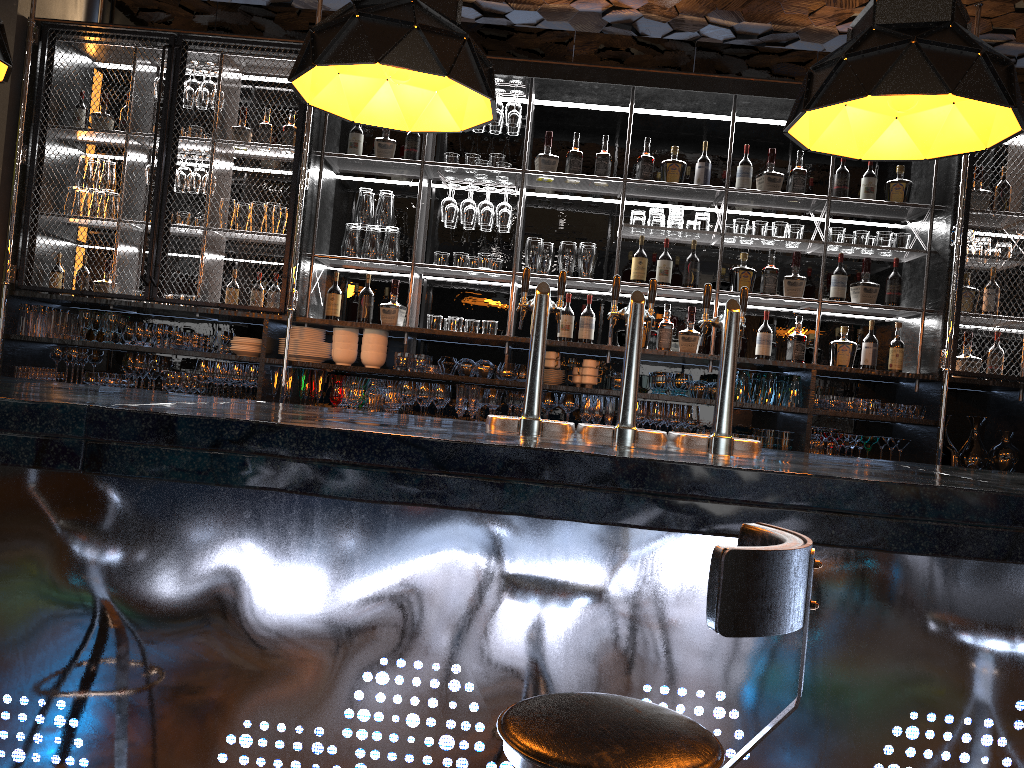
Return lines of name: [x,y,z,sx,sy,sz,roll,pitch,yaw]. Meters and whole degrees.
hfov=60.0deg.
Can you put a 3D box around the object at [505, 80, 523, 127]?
object: [0.012,-1.579,4.997,0.092,0.244,0.092,6,-1,-38]

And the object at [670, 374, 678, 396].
object: [0.940,0.009,4.978,0.108,0.126,0.108,5,-1,-4]

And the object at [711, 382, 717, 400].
object: [1.133,0.040,4.826,0.098,0.097,0.098,5,-1,36]

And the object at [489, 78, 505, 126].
object: [-0.091,-1.589,5.000,0.092,0.244,0.092,6,-1,-38]

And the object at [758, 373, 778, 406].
object: [1.390,0.027,4.788,0.115,0.172,0.101,5,-1,-14]

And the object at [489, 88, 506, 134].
object: [-0.087,-1.587,5.165,0.092,0.244,0.092,6,-1,-38]

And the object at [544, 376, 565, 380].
object: [0.219,-0.028,4.938,0.149,0.023,0.149,5,-1,-14]

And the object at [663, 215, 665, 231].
object: [0.846,-0.933,5.147,0.089,0.092,0.089,5,-1,27]

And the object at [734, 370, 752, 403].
object: [1.248,0.013,4.801,0.115,0.172,0.101,5,-1,31]

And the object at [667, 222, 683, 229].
object: [0.927,-0.929,5.025,0.089,0.092,0.089,5,-1,-9]

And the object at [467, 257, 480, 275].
object: [-0.220,-0.687,5.155,0.089,0.092,0.089,5,-1,33]

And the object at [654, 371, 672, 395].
object: [0.824,-0.002,4.863,0.100,0.125,0.100,5,-1,41]

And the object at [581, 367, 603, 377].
object: [0.435,-0.055,4.920,0.094,0.069,0.106,5,-1,43]

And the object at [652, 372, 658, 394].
object: [0.828,-0.001,4.986,0.100,0.125,0.100,6,-1,-41]

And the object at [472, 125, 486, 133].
object: [-0.185,-1.596,5.167,0.092,0.244,0.092,6,-1,-38]

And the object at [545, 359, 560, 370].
object: [0.227,-0.102,4.936,0.107,0.070,0.094,5,-1,32]

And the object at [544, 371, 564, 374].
object: [0.221,-0.059,4.937,0.149,0.025,0.149,6,-1,-36]

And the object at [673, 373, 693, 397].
object: [0.935,0.008,4.862,0.108,0.126,0.108,5,-1,36]

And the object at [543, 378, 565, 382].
object: [0.218,-0.016,4.938,0.149,0.023,0.149,6,-1,-30]

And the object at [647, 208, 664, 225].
object: [0.810,-0.938,4.990,0.089,0.092,0.089,5,-1,43]

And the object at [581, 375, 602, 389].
object: [0.433,-0.010,4.916,0.106,0.067,0.094,5,-1,-10]

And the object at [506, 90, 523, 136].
object: [0.016,-1.577,5.162,0.092,0.244,0.092,6,-1,-38]

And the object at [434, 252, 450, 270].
object: [-0.406,-0.705,5.092,0.089,0.092,0.089,6,-1,-20]

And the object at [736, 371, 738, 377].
object: [1.246,0.014,4.922,0.115,0.172,0.101,5,-1,11]

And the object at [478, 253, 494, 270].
object: [-0.152,-0.682,4.980,0.089,0.092,0.089,5,-1,-14]

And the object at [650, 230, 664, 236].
object: [0.845,-0.913,5.147,0.089,0.092,0.089,5,-1,27]

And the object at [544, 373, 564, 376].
object: [0.222,-0.049,4.937,0.149,0.026,0.148,5,-1,8]

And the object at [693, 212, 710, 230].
object: [1.070,-0.914,4.992,0.089,0.092,0.089,5,-1,-8]

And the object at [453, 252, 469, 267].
object: [-0.292,-0.695,5.045,0.089,0.092,0.089,6,-1,-20]

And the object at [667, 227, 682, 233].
object: [0.924,-0.907,5.025,0.089,0.092,0.089,5,-1,-9]

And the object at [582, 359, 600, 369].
object: [0.436,-0.100,4.910,0.094,0.068,0.106,5,-1,1]

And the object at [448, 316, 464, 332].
object: [-0.321,-0.330,5.006,0.089,0.092,0.089,6,-1,-35]

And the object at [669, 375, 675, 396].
object: [0.941,0.011,5.101,0.108,0.126,0.108,6,-1,-27]

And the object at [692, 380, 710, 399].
object: [1.030,0.031,4.835,0.098,0.097,0.098,6,-1,-19]

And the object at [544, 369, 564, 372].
object: [0.221,-0.071,4.938,0.149,0.026,0.148,5,-1,8]

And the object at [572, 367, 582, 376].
object: [0.391,-0.058,5.009,0.094,0.069,0.105,6,-1,-21]

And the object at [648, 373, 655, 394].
object: [0.829,0.001,5.104,0.100,0.125,0.100,5,-1,15]

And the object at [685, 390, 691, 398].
object: [1.035,0.034,5.117,0.098,0.097,0.098,5,-1,-7]

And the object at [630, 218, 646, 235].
object: [0.736,-0.923,5.162,0.089,0.092,0.089,6,-1,-27]

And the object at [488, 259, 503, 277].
object: [-0.100,-0.676,5.160,0.089,0.092,0.089,5,-1,-14]

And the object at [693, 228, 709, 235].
object: [1.068,-0.894,4.992,0.089,0.092,0.089,5,-1,27]

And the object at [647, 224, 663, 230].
object: [0.809,-0.918,4.990,0.089,0.092,0.089,6,-1,-27]

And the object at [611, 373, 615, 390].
object: [0.578,-0.012,4.903,0.067,0.099,0.058,6,-1,-29]

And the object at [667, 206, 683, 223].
object: [0.929,-0.955,5.026,0.089,0.092,0.089,5,-1,-3]

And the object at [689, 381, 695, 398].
object: [1.034,0.032,4.936,0.098,0.097,0.098,5,-1,39]

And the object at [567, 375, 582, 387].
object: [0.380,-0.014,5.011,0.106,0.067,0.094,6,-1,-36]

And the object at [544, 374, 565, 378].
object: [0.219,-0.040,4.937,0.149,0.024,0.149,5,-1,1]

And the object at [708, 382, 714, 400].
object: [1.132,0.042,4.934,0.098,0.097,0.098,5,-1,26]

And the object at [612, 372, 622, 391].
object: [0.578,-0.012,4.834,0.067,0.099,0.058,6,-1,-43]

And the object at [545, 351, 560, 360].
object: [0.221,-0.147,4.937,0.094,0.069,0.106,5,-1,7]

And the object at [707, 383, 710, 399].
object: [1.141,0.043,5.036,0.098,0.097,0.098,5,-1,-12]

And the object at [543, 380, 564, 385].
object: [0.216,-0.006,4.938,0.149,0.022,0.149,6,-1,-30]

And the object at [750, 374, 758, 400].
object: [1.389,0.029,5.036,0.101,0.172,0.115,5,-1,6]

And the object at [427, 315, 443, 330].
object: [-0.440,-0.341,5.023,0.089,0.092,0.089,6,-1,-27]
